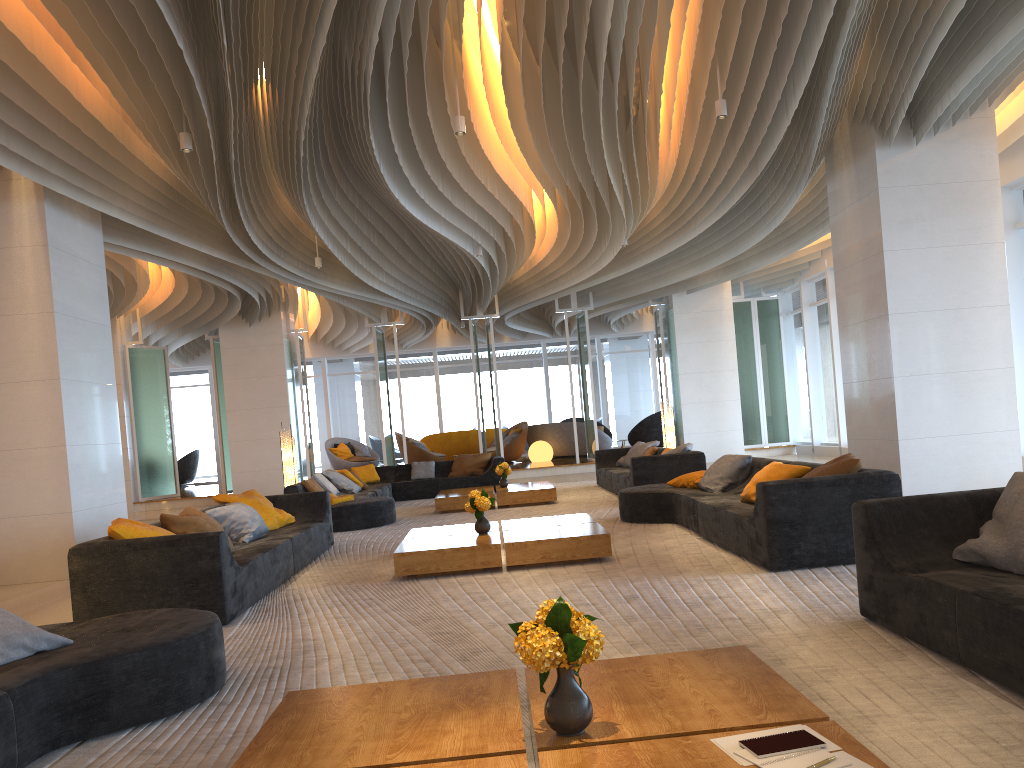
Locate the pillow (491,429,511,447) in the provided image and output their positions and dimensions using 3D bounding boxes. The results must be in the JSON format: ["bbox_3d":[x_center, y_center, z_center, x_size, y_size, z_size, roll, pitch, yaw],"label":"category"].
[{"bbox_3d":[-0.261,1.356,22.045,0.479,0.454,0.612,-4,-2,-41],"label":"pillow"}]

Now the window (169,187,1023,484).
[{"bbox_3d":[3.923,-0.623,9.905,22.475,3.220,53.699,-3,-3,-37],"label":"window"}]

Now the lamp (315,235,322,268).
[{"bbox_3d":[-2.741,-2.362,12.284,0.088,1.506,0.090,-4,1,42],"label":"lamp"}]

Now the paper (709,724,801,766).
[{"bbox_3d":[0.653,0.897,2.209,0.264,0.001,0.196,-4,-3,-12],"label":"paper"}]

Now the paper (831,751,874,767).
[{"bbox_3d":[0.694,0.883,2.004,0.258,0.001,0.184,-4,-3,-16],"label":"paper"}]

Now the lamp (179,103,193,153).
[{"bbox_3d":[-2.674,-2.621,7.110,0.089,1.506,0.088,-5,1,-12],"label":"lamp"}]

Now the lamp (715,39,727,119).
[{"bbox_3d":[1.687,-2.973,7.387,0.089,1.506,0.088,-5,1,-12],"label":"lamp"}]

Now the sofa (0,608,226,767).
[{"bbox_3d":[-1.955,1.099,3.295,1.357,0.576,2.251,-5,-3,-2],"label":"sofa"}]

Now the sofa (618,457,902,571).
[{"bbox_3d":[1.843,0.992,7.669,1.354,0.582,4.137,-5,-3,-3],"label":"sofa"}]

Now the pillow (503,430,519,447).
[{"bbox_3d":[-0.039,1.334,21.405,0.464,0.409,0.504,-5,-1,0],"label":"pillow"}]

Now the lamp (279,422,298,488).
[{"bbox_3d":[-3.371,1.290,13.467,0.250,1.451,0.249,-5,1,-3],"label":"lamp"}]

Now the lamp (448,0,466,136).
[{"bbox_3d":[-0.486,-2.797,7.254,0.090,1.506,0.088,-5,1,-30],"label":"lamp"}]

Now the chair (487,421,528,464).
[{"bbox_3d":[-0.163,1.454,21.734,1.144,1.005,1.507,-4,-2,-15],"label":"chair"}]

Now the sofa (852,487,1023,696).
[{"bbox_3d":[2.136,0.702,2.253,1.335,0.582,4.195,-5,-3,5],"label":"sofa"}]

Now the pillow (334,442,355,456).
[{"bbox_3d":[-4.359,1.738,23.198,0.367,0.422,0.614,-5,-2,31],"label":"pillow"}]

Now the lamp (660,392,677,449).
[{"bbox_3d":[2.624,0.853,14.806,0.250,1.451,0.249,-5,1,-3],"label":"lamp"}]

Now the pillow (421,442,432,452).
[{"bbox_3d":[-2.180,1.513,21.382,0.459,0.409,0.509,-5,-2,20],"label":"pillow"}]

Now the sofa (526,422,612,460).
[{"bbox_3d":[1.326,1.381,21.711,1.127,0.901,2.525,-3,-3,-43],"label":"sofa"}]

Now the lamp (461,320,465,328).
[{"bbox_3d":[-1.205,-2.077,20.727,0.089,1.506,0.089,-5,1,6],"label":"lamp"}]

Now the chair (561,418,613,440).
[{"bbox_3d":[1.951,1.371,23.657,1.532,1.006,1.126,-4,-1,-20],"label":"chair"}]

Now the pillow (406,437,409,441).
[{"bbox_3d":[-2.423,1.469,21.027,0.373,0.422,0.605,-5,-2,-4],"label":"pillow"}]

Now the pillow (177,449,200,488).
[{"bbox_3d":[-9.165,2.339,24.389,1.136,1.005,1.519,-5,-2,0],"label":"pillow"}]

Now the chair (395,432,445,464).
[{"bbox_3d":[-2.161,1.587,21.027,1.133,1.005,1.523,-5,-2,5],"label":"chair"}]

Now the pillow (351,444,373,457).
[{"bbox_3d":[-3.961,1.759,23.359,0.511,0.409,0.457,-4,-2,-35],"label":"pillow"}]

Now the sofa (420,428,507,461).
[{"bbox_3d":[-1.196,1.658,23.051,2.578,0.901,1.103,-4,-2,-13],"label":"sofa"}]

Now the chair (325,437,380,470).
[{"bbox_3d":[-4.149,1.853,23.054,1.120,1.005,1.540,-6,-2,40],"label":"chair"}]

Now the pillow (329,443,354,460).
[{"bbox_3d":[-4.367,1.737,22.793,0.469,0.454,0.625,-5,-2,14],"label":"pillow"}]

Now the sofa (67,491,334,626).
[{"bbox_3d":[-2.246,1.310,7.169,0.943,0.582,3.774,-5,-3,-2],"label":"sofa"}]

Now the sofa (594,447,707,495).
[{"bbox_3d":[1.871,1.231,12.591,0.943,0.582,3.774,-5,-3,-2],"label":"sofa"}]

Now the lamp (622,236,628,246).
[{"bbox_3d":[1.529,-2.707,12.549,0.088,1.506,0.090,-4,1,42],"label":"lamp"}]

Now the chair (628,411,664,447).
[{"bbox_3d":[3.592,1.165,22.258,1.538,1.005,1.122,-4,-2,-30],"label":"chair"}]

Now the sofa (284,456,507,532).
[{"bbox_3d":[-1.459,1.493,12.954,2.829,0.653,5.084,-5,-3,-2],"label":"sofa"}]

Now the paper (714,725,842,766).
[{"bbox_3d":[0.657,0.896,2.205,0.258,0.001,0.185,-4,-3,-11],"label":"paper"}]

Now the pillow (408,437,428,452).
[{"bbox_3d":[-2.197,1.452,20.697,0.477,0.454,0.615,-4,-2,-21],"label":"pillow"}]

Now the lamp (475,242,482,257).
[{"bbox_3d":[-0.523,-2.541,12.421,0.088,1.506,0.090,-4,1,42],"label":"lamp"}]

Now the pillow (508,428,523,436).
[{"bbox_3d":[0.063,1.299,21.816,0.376,0.422,0.599,-4,-2,-24],"label":"pillow"}]
